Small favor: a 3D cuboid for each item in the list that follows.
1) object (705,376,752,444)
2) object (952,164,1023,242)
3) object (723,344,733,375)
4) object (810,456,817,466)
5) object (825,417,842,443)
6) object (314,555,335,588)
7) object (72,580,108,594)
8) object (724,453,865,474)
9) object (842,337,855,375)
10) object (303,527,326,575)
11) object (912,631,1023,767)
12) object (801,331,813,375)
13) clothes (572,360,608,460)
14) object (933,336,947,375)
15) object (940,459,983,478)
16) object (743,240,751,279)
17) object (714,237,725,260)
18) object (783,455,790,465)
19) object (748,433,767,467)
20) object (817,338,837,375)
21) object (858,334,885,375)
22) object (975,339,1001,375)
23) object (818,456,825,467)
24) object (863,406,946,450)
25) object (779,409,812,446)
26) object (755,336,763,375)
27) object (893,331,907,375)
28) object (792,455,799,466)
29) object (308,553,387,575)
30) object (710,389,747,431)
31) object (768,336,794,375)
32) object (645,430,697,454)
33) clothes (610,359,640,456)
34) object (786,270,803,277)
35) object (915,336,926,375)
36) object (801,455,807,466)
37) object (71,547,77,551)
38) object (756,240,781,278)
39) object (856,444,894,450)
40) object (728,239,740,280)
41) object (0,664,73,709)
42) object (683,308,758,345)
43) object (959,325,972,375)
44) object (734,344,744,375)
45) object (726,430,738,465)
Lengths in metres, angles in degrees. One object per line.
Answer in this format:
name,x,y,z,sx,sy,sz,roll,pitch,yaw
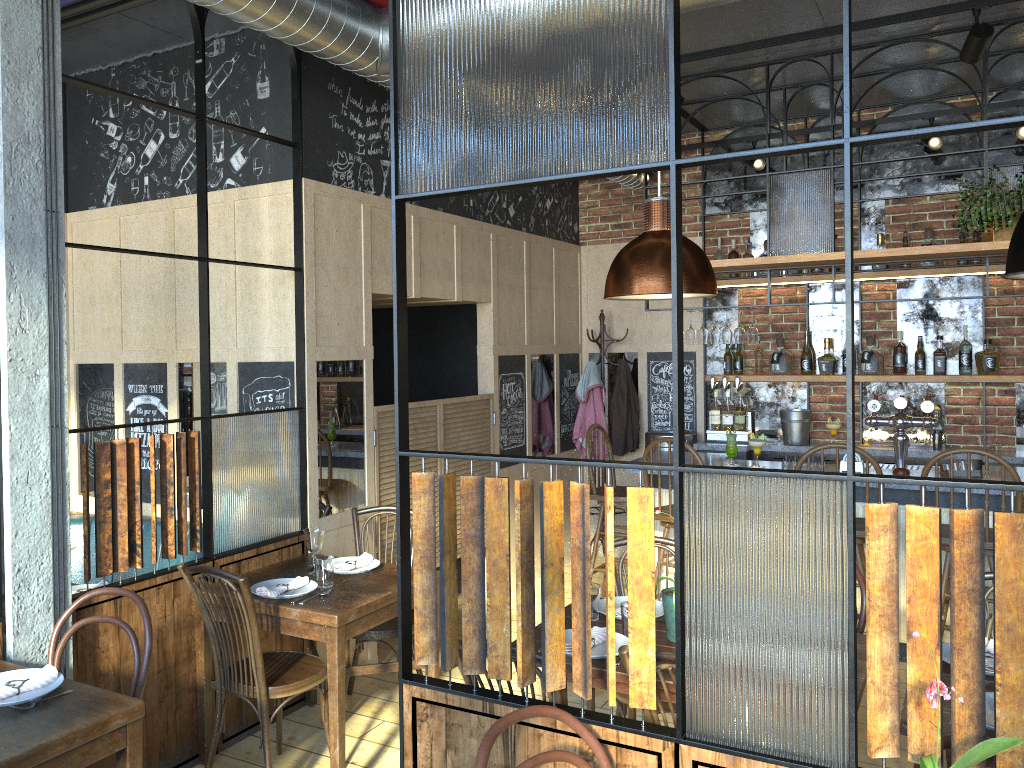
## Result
object,1.592,0.183,6.499,0.323,0.491,0.196,0,1,29
object,2.510,-0.884,4.323,0.505,0.369,0.599,-1,2,6
object,1.607,-0.196,6.550,0.063,0.263,0.069,-2,1,-39
object,1.757,0.450,5.145,0.043,0.059,0.040,-1,1,18
object,2.252,0.332,6.172,0.101,0.197,0.110,-2,1,-33
object,-0.770,0.772,3.621,0.081,0.119,0.088,-2,1,-30
object,-1.959,0.937,3.990,0.339,0.051,0.258,0,3,32
object,1.589,0.435,5.014,0.799,0.106,0.192,0,2,30
object,2.343,-0.203,6.139,0.079,0.283,0.073,0,1,30
object,-0.858,0.729,3.834,0.094,0.191,0.103,-2,1,-41
object,0.774,0.675,1.554,0.134,0.426,0.216,-1,1,-28
object,2.098,-0.221,6.273,0.082,0.318,0.079,-1,1,10
clothes,0.606,0.210,6.815,0.231,0.791,0.282,-1,1,-35
object,2.835,-0.188,5.837,0.081,0.263,0.075,0,1,30
object,2.373,0.443,4.656,0.179,0.091,0.090,-1,1,5
object,1.729,-0.914,6.491,0.054,0.288,0.057,-1,1,-23
object,1.553,-0.936,6.595,0.072,0.329,0.079,-1,1,-38
object,1.623,0.449,5.214,0.043,0.059,0.040,-1,1,18
object,1.432,0.383,5.144,0.101,0.197,0.110,-2,1,-33
object,2.213,-0.193,6.187,0.122,0.265,0.112,0,1,30
object,2.461,-0.201,6.047,0.176,0.283,0.117,0,1,43
object,3.071,-0.173,5.688,0.147,0.235,0.087,-1,1,16
object,1.799,0.450,5.120,0.044,0.059,0.040,0,2,39
object,2.634,0.290,5.928,0.511,0.288,0.085,0,1,31
object,2.018,0.307,6.265,0.214,0.245,0.221,-1,1,-11
object,1.802,-0.207,6.428,0.054,0.288,0.057,-1,1,-23
object,2.628,-0.210,5.971,0.082,0.302,0.090,-2,1,-42
object,1.668,0.449,5.187,0.043,0.059,0.040,-1,1,18
object,-0.733,0.795,3.913,0.339,0.051,0.258,0,3,32
object,1.599,0.188,6.512,0.269,0.303,0.082,0,1,30
object,1.933,-0.204,6.350,0.176,0.283,0.117,0,1,43
object,1.206,0.884,6.679,0.385,1.035,0.412,-1,1,-26
clothes,0.885,0.187,6.889,0.220,0.770,0.228,-1,1,26
object,2.020,-0.885,6.317,0.150,0.235,0.085,0,1,34
object,2.733,-0.190,5.898,0.067,0.263,0.065,-1,1,10
object,1.719,0.449,5.176,0.043,0.059,0.040,-1,1,18
object,-1.920,0.758,3.690,0.130,0.431,0.228,-2,1,-43
object,1.860,-0.911,6.413,0.176,0.283,0.117,0,1,43
object,2.515,0.425,5.976,0.331,0.019,0.226,1,3,38
object,1.650,-0.922,6.558,0.090,0.302,0.082,0,1,39
object,-1.443,0.861,2.533,0.339,0.051,0.258,0,3,32
object,1.220,-0.343,5.302,0.518,0.208,0.063,0,1,30
object,2.973,-0.222,5.777,0.072,0.329,0.079,-1,1,-38
object,1.676,-0.196,6.510,0.067,0.263,0.064,-1,1,16
object,1.305,0.375,5.237,0.070,0.211,0.067,-1,1,12
